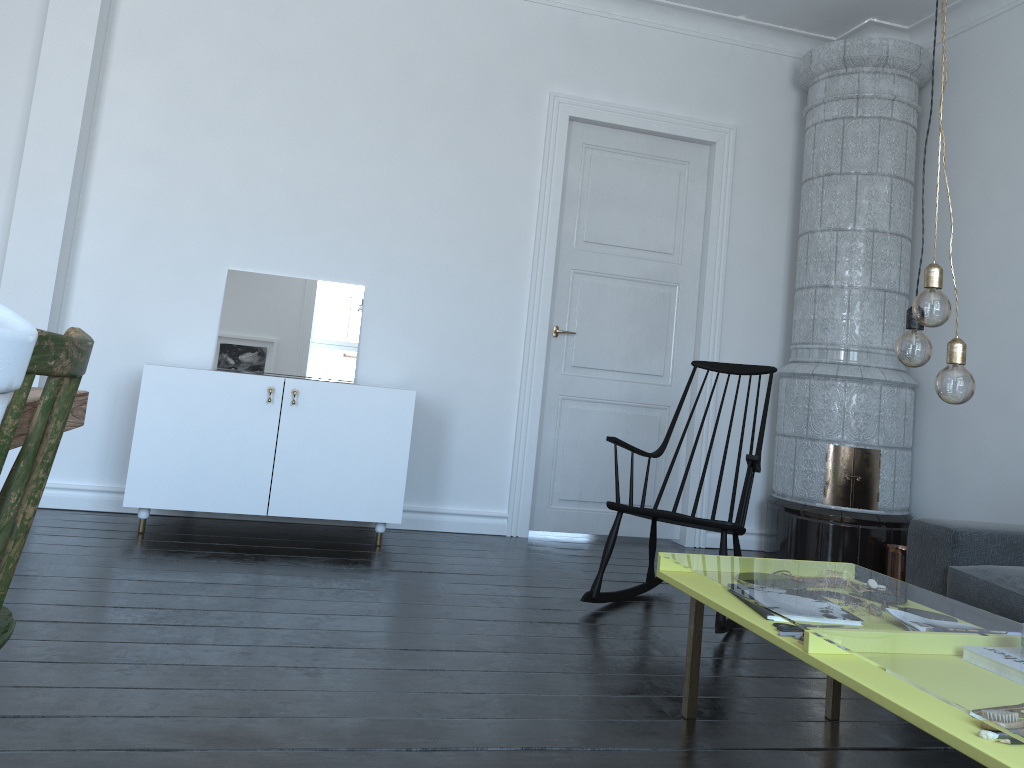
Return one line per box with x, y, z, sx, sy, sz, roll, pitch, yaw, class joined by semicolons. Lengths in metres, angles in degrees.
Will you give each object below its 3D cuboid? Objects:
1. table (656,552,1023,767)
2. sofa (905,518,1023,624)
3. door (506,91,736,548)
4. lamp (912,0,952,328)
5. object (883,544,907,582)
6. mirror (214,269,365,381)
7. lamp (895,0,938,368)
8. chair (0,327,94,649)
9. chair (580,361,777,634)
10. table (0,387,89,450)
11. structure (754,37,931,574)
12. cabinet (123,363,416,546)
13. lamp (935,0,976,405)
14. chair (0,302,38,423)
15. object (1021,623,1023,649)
0.839;0.702;1.752;0.598;0.403;1.395;6;-1;-15;table
2.189;0.676;2.134;1.080;0.730;2.363;6;-1;-15;sofa
0.644;-0.368;5.049;1.165;2.507;0.115;7;-7;-14;door
0.944;-0.866;1.912;0.074;1.516;0.073;2;-8;32;lamp
1.933;0.915;4.373;0.170;0.202;0.173;8;-4;-24;object
-1.135;-0.299;4.528;0.693;0.509;0.053;6;-7;-14;mirror
0.930;-0.785;1.968;0.074;1.516;0.085;1;-8;37;lamp
-0.818;0.316;1.029;0.484;0.837;0.464;7;-5;-16;chair
0.752;0.388;3.577;0.614;1.017;0.894;3;-5;31;chair
-1.016;0.351;0.373;1.014;0.723;2.218;6;-1;-15;table
1.794;-0.461;4.792;0.779;2.927;1.252;2;-7;31;structure
-1.126;0.330;4.182;1.196;0.745;0.586;6;-4;-14;cabinet
0.960;-0.708;1.866;0.089;1.516;0.073;5;-7;10;lamp
-0.661;0.324;0.575;0.508;0.853;0.463;7;-5;-14;chair
1.034;0.432;1.710;0.075;0.176;0.073;4;-6;21;object
